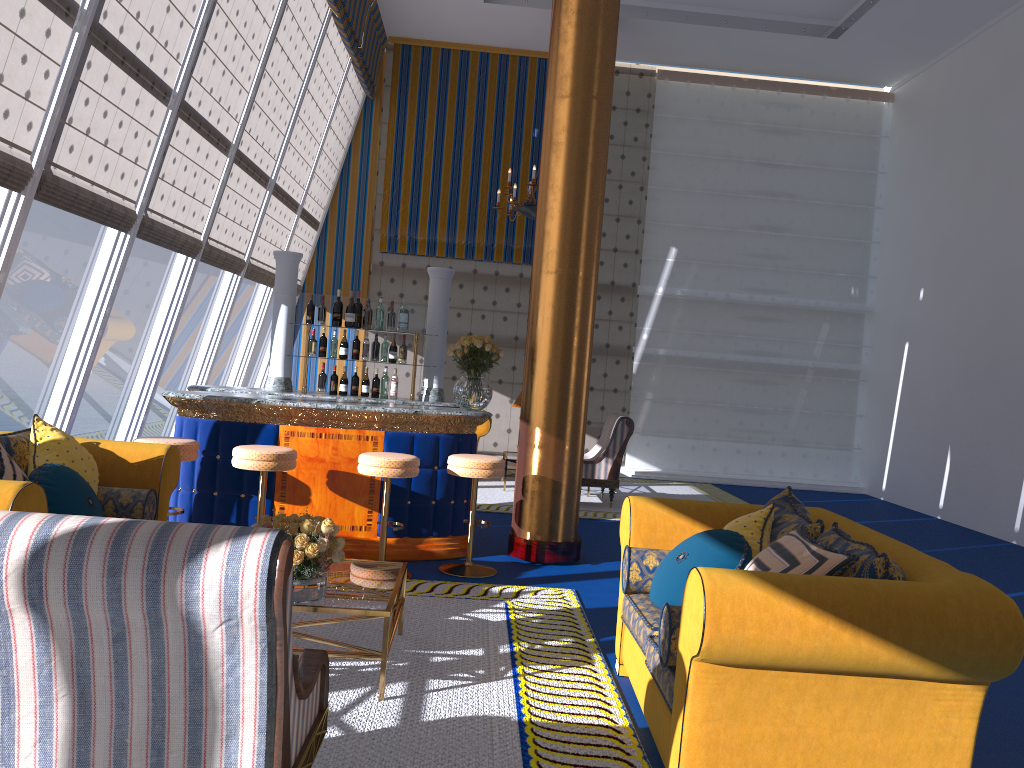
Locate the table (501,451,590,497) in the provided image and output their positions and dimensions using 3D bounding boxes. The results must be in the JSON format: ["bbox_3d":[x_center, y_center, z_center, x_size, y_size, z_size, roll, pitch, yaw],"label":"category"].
[{"bbox_3d":[0.384,1.053,10.457,0.976,0.369,0.905,4,1,-3],"label":"table"}]

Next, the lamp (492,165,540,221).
[{"bbox_3d":[0.435,-2.858,9.452,1.068,2.422,1.050,4,2,-26],"label":"lamp"}]

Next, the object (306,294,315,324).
[{"bbox_3d":[-1.635,-0.608,7.208,0.065,0.244,0.065,4,2,1],"label":"object"}]

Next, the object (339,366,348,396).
[{"bbox_3d":[-1.371,-0.025,7.245,0.069,0.244,0.068,4,2,-22],"label":"object"}]

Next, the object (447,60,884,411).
[{"bbox_3d":[1.696,-6.766,4.766,63.192,33.610,63.342,5,1,4],"label":"object"}]

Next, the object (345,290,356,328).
[{"bbox_3d":[-1.308,-0.608,7.214,0.085,0.303,0.085,4,2,-9],"label":"object"}]

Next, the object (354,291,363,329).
[{"bbox_3d":[-1.260,-0.606,7.242,0.081,0.303,0.081,5,2,14],"label":"object"}]

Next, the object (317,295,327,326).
[{"bbox_3d":[-1.553,-0.603,7.257,0.073,0.246,0.071,3,2,-44],"label":"object"}]

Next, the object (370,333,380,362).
[{"bbox_3d":[-1.119,-0.300,7.278,0.072,0.232,0.071,4,2,-24],"label":"object"}]

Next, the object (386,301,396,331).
[{"bbox_3d":[-0.991,-0.560,7.292,0.073,0.246,0.071,3,2,-44],"label":"object"}]

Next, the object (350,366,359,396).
[{"bbox_3d":[-1.282,-0.022,7.254,0.066,0.244,0.065,4,2,-22],"label":"object"}]

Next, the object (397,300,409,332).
[{"bbox_3d":[-0.895,-0.562,7.338,0.092,0.259,0.091,4,2,-20],"label":"object"}]

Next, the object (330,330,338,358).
[{"bbox_3d":[-1.443,-0.324,7.204,0.059,0.230,0.058,3,2,-44],"label":"object"}]

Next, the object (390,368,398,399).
[{"bbox_3d":[-0.974,-0.003,7.362,0.061,0.258,0.061,4,2,-2],"label":"object"}]

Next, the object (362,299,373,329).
[{"bbox_3d":[-1.177,-0.570,7.249,0.077,0.248,0.075,3,2,-39],"label":"object"}]

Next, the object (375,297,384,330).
[{"bbox_3d":[-1.079,-0.577,7.248,0.069,0.271,0.069,5,2,8],"label":"object"}]

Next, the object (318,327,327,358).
[{"bbox_3d":[-1.530,-0.338,7.185,0.066,0.244,0.065,4,2,-22],"label":"object"}]

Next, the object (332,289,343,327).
[{"bbox_3d":[-1.414,-0.617,7.207,0.081,0.303,0.081,4,2,3],"label":"object"}]

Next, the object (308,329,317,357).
[{"bbox_3d":[-1.606,-0.332,7.155,0.067,0.225,0.065,3,2,-34],"label":"object"}]

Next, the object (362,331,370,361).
[{"bbox_3d":[-1.191,-0.310,7.242,0.057,0.239,0.056,4,2,-28],"label":"object"}]

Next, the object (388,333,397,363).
[{"bbox_3d":[-0.977,-0.294,7.309,0.069,0.244,0.068,4,2,-22],"label":"object"}]

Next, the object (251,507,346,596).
[{"bbox_3d":[-0.975,0.731,3.924,0.458,0.388,0.500,4,1,-22],"label":"object"}]

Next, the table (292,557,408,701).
[{"bbox_3d":[-1.012,1.063,4.034,0.976,0.369,0.905,4,1,-3],"label":"table"}]

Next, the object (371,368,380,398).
[{"bbox_3d":[-1.121,-0.007,7.312,0.066,0.244,0.065,4,2,-22],"label":"object"}]

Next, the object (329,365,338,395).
[{"bbox_3d":[-1.451,-0.031,7.238,0.065,0.244,0.065,4,2,1],"label":"object"}]

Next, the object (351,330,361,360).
[{"bbox_3d":[-1.269,-0.318,7.233,0.066,0.244,0.065,4,2,-22],"label":"object"}]

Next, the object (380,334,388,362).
[{"bbox_3d":[-1.048,-0.295,7.304,0.059,0.230,0.058,3,2,-44],"label":"object"}]

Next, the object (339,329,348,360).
[{"bbox_3d":[-1.365,-0.322,7.211,0.069,0.244,0.068,4,2,-22],"label":"object"}]

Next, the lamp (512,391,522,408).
[{"bbox_3d":[0.206,0.459,10.609,0.449,0.783,0.443,4,2,-18],"label":"lamp"}]

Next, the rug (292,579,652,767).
[{"bbox_3d":[-1.250,1.260,2.500,3.597,0.010,6.247,4,1,-3],"label":"rug"}]

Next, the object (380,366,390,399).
[{"bbox_3d":[-1.051,-0.013,7.348,0.069,0.269,0.068,3,2,-42],"label":"object"}]

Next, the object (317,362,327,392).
[{"bbox_3d":[-1.536,-0.054,7.197,0.072,0.242,0.070,4,2,-21],"label":"object"}]

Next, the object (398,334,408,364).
[{"bbox_3d":[-0.897,-0.288,7.317,0.071,0.244,0.072,5,2,18],"label":"object"}]

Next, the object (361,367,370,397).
[{"bbox_3d":[-1.201,-0.016,7.286,0.069,0.244,0.068,4,2,-22],"label":"object"}]
